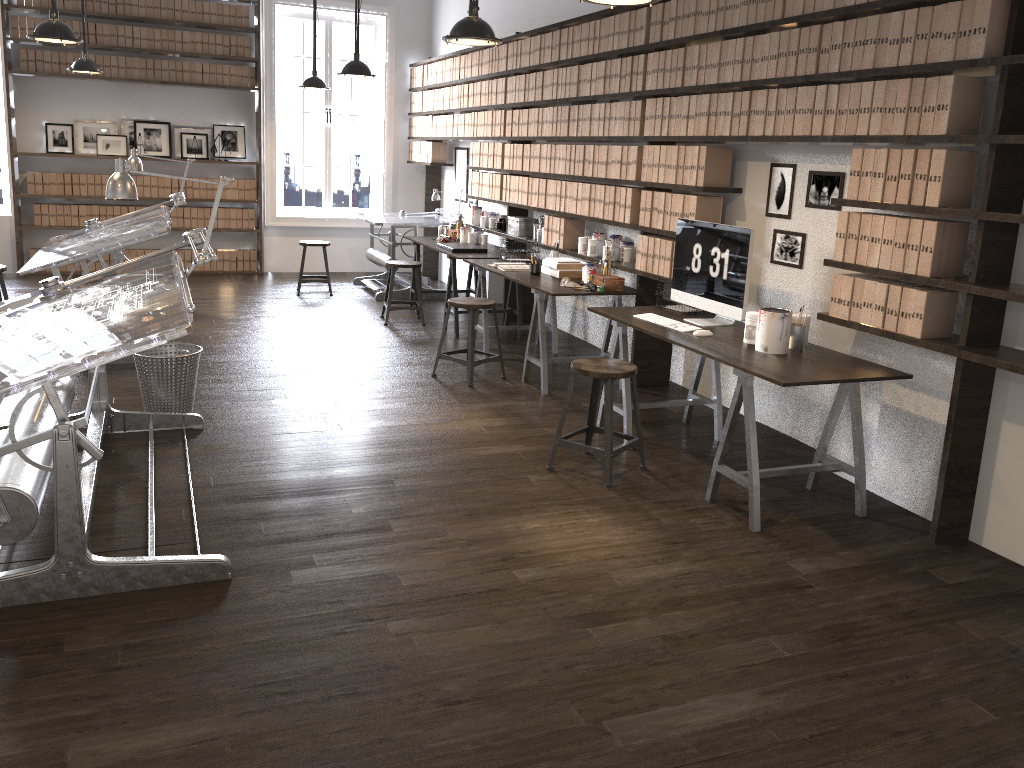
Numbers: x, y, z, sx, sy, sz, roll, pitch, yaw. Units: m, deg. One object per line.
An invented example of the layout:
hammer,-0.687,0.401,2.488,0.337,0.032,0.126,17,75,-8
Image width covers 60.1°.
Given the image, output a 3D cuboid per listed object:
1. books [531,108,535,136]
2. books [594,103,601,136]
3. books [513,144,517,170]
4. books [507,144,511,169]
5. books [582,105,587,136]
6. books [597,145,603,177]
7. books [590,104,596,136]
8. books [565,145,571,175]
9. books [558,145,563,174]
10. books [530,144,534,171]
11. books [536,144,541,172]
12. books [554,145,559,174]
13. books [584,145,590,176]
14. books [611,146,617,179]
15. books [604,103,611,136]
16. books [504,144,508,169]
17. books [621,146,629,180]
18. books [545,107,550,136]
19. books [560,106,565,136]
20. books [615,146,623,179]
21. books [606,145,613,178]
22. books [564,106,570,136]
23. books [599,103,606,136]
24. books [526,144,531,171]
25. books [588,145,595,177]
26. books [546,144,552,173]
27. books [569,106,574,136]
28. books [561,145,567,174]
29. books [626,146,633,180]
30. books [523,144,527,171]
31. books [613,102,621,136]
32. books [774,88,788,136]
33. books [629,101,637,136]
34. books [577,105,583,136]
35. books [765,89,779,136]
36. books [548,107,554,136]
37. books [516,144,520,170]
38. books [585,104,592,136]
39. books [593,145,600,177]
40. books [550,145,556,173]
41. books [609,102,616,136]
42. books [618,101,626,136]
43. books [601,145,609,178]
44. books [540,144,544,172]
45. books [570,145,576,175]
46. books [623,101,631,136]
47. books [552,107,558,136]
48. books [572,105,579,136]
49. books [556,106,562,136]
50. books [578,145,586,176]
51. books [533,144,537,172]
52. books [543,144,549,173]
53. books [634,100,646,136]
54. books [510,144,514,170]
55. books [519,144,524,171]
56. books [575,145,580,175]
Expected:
books,0.246,-2.082,7.083,0.174,0.223,0.067,-2,13,-22
books,0.659,-1.801,6.073,0.174,0.223,0.067,-2,13,-22
books,0.104,-1.902,7.456,0.174,0.223,0.067,-2,13,-22
books,0.049,-1.936,7.577,0.174,0.223,0.067,-2,13,-22
books,0.589,-1.851,6.253,0.174,0.223,0.067,-2,13,-22
books,0.681,-1.511,6.050,0.174,0.223,0.067,-2,13,-22
books,0.637,-1.817,6.131,0.174,0.223,0.067,-2,13,-22
books,0.490,-1.637,6.501,0.174,0.223,0.067,-2,13,-22
books,0.439,-1.674,6.634,0.174,0.223,0.067,-2,13,-22
books,0.238,-1.812,7.134,0.174,0.223,0.067,-2,13,-22
books,0.283,-1.777,7.006,0.174,0.223,0.067,-2,13,-22
books,0.417,-1.691,6.699,0.174,0.223,0.067,-2,13,-22
books,0.603,-1.565,6.243,0.174,0.223,0.067,-2,13,-22
books,0.752,-1.461,5.870,0.174,0.223,0.067,-2,13,-22
books,0.714,-1.766,5.944,0.174,0.223,0.067,-2,13,-22
books,0.026,-1.954,7.644,0.174,0.223,0.067,-2,13,-22
books,0.804,-1.427,5.747,0.174,0.223,0.067,-2,13,-22
books,0.350,-2.011,6.827,0.174,0.223,0.067,-2,13,-22
books,0.455,-1.942,6.581,0.174,0.223,0.067,-2,13,-22
books,0.775,-1.444,5.809,0.174,0.223,0.067,-2,13,-22
books,0.730,-1.477,5.928,0.174,0.223,0.067,-2,13,-22
books,0.477,-1.924,6.511,0.174,0.223,0.067,-2,13,-22
books,0.684,-1.783,6.007,0.174,0.223,0.067,-2,13,-22
books,0.208,-1.830,7.196,0.174,0.223,0.067,-2,13,-22
books,0.625,-1.547,6.177,0.174,0.223,0.067,-2,13,-22
books,0.359,-1.726,6.823,0.174,0.223,0.067,-2,13,-22
books,0.510,-1.905,6.446,0.174,0.223,0.067,-2,13,-22
books,0.463,-1.655,6.567,0.174,0.223,0.067,-2,13,-22
books,0.832,-1.409,5.685,0.174,0.223,0.067,-2,13,-22
books,0.185,-1.848,7.262,0.174,0.223,0.067,-2,13,-22
books,0.764,-1.730,5.817,0.174,0.223,0.067,-2,13,-22
books,1.381,-1.320,4.320,0.174,0.223,0.067,-2,13,-22
books,0.840,-1.680,5.635,0.174,0.223,0.067,-2,13,-22
books,0.562,-1.869,6.317,0.174,0.223,0.067,-2,13,-22
books,1.352,-1.337,4.382,0.174,0.223,0.067,-2,13,-22
books,0.374,-1.993,6.760,0.174,0.223,0.067,-2,13,-22
books,0.130,-1.886,7.397,0.174,0.223,0.067,-2,13,-22
books,0.608,-1.834,6.189,0.174,0.223,0.067,-2,13,-22
books,0.655,-1.529,6.114,0.174,0.223,0.067,-2,13,-22
books,0.389,-1.709,6.761,0.174,0.223,0.067,-2,13,-22
books,0.742,-1.748,5.882,0.174,0.223,0.067,-2,13,-22
books,0.788,-1.712,5.750,0.174,0.223,0.067,-2,13,-22
books,0.701,-1.494,5.987,0.174,0.223,0.067,-2,13,-22
books,0.313,-1.761,6.947,0.174,0.223,0.067,-2,13,-22
books,0.517,-1.621,6.446,0.174,0.223,0.067,-2,13,-22
books,0.812,-1.695,5.690,0.174,0.223,0.067,-2,13,-22
books,0.401,-1.974,6.695,0.174,0.223,0.067,-2,13,-22
books,0.532,-1.887,6.379,0.174,0.223,0.067,-2,13,-22
books,0.428,-1.959,6.639,0.174,0.223,0.067,-2,13,-22
books,0.570,-1.583,6.309,0.174,0.223,0.067,-2,13,-22
books,0.264,-1.794,7.069,0.174,0.223,0.067,-2,13,-22
books,0.334,-1.745,6.890,0.174,0.223,0.067,-2,13,-22
books,0.867,-1.662,5.572,0.174,0.223,0.067,-2,13,-22
books,0.076,-1.918,7.511,0.174,0.223,0.067,-2,13,-22
books,0.153,-1.867,7.328,0.174,0.223,0.067,-2,13,-22
books,0.548,-1.602,6.378,0.174,0.223,0.067,-2,13,-22
